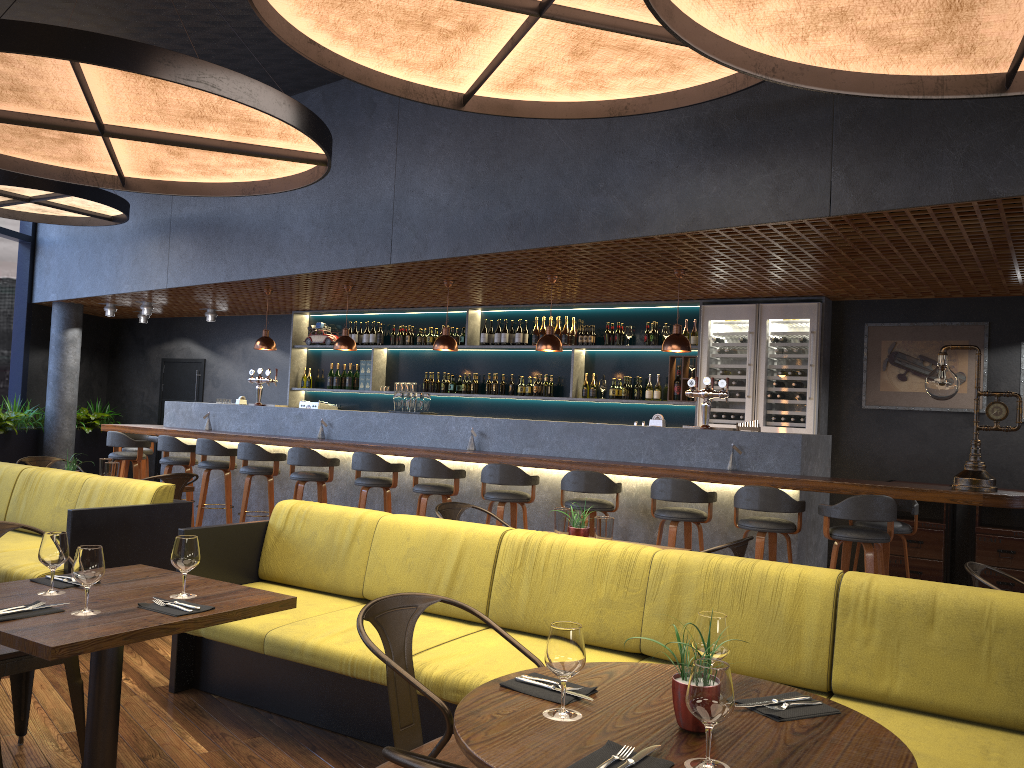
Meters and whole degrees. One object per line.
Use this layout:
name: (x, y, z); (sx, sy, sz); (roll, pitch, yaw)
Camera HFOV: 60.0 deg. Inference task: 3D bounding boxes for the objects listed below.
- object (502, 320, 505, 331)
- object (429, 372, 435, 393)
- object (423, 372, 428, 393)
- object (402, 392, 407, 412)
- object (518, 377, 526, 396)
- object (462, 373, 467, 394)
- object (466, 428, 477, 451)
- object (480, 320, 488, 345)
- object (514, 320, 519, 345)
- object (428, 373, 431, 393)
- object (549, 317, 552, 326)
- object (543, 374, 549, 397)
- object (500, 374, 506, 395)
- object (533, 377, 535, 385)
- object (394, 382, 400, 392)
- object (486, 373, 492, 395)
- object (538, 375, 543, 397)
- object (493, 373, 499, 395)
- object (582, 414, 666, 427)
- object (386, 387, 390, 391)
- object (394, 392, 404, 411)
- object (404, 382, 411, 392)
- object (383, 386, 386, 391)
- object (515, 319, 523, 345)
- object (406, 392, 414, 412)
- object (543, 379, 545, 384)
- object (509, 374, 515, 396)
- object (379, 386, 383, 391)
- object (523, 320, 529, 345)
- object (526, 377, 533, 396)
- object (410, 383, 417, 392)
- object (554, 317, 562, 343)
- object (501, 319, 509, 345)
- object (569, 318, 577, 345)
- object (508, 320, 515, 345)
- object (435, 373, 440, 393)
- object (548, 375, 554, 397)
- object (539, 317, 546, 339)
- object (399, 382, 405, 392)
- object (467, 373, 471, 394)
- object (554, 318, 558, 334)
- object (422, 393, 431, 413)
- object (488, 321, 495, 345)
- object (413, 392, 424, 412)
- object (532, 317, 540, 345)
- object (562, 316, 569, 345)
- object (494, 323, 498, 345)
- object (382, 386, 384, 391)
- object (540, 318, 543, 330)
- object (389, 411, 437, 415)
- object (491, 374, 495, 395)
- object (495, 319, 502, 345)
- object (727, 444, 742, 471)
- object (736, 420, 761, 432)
object: (-0.086, -0.596, 10.480); (0.085, 0.310, 0.086); (3, -2, -17)
object: (-0.978, -0.018, 10.888); (0.063, 0.254, 0.063); (2, -2, 19)
object: (-1.063, -0.020, 10.942); (0.063, 0.254, 0.063); (3, -2, 4)
object: (-1.053, 0.190, 8.859); (0.105, 0.209, 0.105); (4, -2, -23)
object: (0.114, 0.029, 10.231); (0.088, 0.224, 0.088); (3, -2, 2)
object: (-0.567, -0.005, 10.662); (0.063, 0.254, 0.063); (4, -3, -40)
object: (-0.357, 0.499, 8.032); (0.114, 0.203, 0.069); (2, -2, 21)
object: (-0.324, -0.607, 10.512); (0.085, 0.310, 0.086); (4, -2, -31)
object: (0.078, -0.591, 10.380); (0.085, 0.310, 0.086); (4, -2, -31)
object: (-1.021, -0.015, 11.030); (0.063, 0.254, 0.063); (2, -2, 24)
object: (0.436, -0.596, 10.030); (0.084, 0.330, 0.084); (1, -2, 39)
object: (0.383, 0.020, 10.022); (0.063, 0.254, 0.063); (1, -2, 39)
object: (-0.106, 0.011, 10.461); (0.063, 0.254, 0.063); (3, -2, 4)
object: (0.265, 0.037, 10.270); (0.088, 0.224, 0.088); (2, -2, 27)
object: (-1.451, 0.037, 11.226); (0.084, 0.119, 0.084); (3, -2, -13)
object: (-0.273, 0.002, 10.434); (0.063, 0.254, 0.063); (3, -2, 4)
object: (0.325, 0.021, 10.144); (0.063, 0.254, 0.063); (4, -2, -30)
object: (-0.187, 0.004, 10.381); (0.063, 0.254, 0.063); (4, -2, -21)
object: (0.920, 0.291, 7.500); (0.766, 0.106, 0.200); (2, -2, 32)
object: (-1.575, 0.063, 11.279); (0.042, 0.059, 0.042); (3, -2, -6)
object: (-1.120, 0.183, 8.773); (0.105, 0.209, 0.105); (4, -2, -23)
object: (-1.306, 0.041, 11.135); (0.084, 0.119, 0.084); (3, -2, -13)
object: (-1.614, 0.060, 11.260); (0.042, 0.059, 0.042); (3, -2, -6)
object: (0.088, -0.595, 10.260); (0.085, 0.310, 0.086); (4, -2, -25)
object: (-0.993, 0.189, 8.751); (0.105, 0.209, 0.105); (4, -2, -23)
object: (0.384, 0.026, 10.205); (0.063, 0.254, 0.063); (4, -2, -31)
object: (-0.002, 0.014, 10.404); (0.063, 0.254, 0.063); (3, -2, -10)
object: (-1.675, 0.060, 11.341); (0.042, 0.059, 0.042); (3, -2, -6)
object: (0.158, -0.589, 10.328); (0.085, 0.310, 0.086); (3, -2, -17)
object: (0.205, 0.031, 10.175); (0.088, 0.224, 0.088); (5, -3, -43)
object: (-1.232, 0.043, 11.089); (0.084, 0.119, 0.084); (3, -2, -13)
object: (0.521, -0.594, 9.973); (0.084, 0.330, 0.084); (1, -2, 39)
object: (-0.078, -0.600, 10.361); (0.085, 0.310, 0.086); (4, -2, -31)
object: (0.692, -0.584, 10.015); (0.084, 0.330, 0.084); (1, -2, 39)
object: (-0.004, -0.594, 10.426); (0.086, 0.310, 0.085); (1, -3, 43)
object: (-0.916, -0.012, 10.965); (0.063, 0.254, 0.063); (3, -2, -11)
object: (0.447, 0.026, 10.108); (0.063, 0.254, 0.063); (3, -2, 4)
object: (0.357, -0.598, 10.080); (0.084, 0.330, 0.084); (1, -2, 39)
object: (-1.379, 0.039, 11.181); (0.084, 0.119, 0.084); (3, -2, -13)
object: (-0.518, 0.000, 10.726); (0.063, 0.254, 0.063); (4, -2, -25)
object: (0.514, -0.591, 10.088); (0.084, 0.330, 0.084); (1, -2, 39)
object: (-0.857, 0.195, 8.740); (0.105, 0.209, 0.105); (4, -2, -23)
object: (-0.250, -0.601, 10.577); (0.085, 0.310, 0.086); (5, -3, -43)
object: (-0.912, 0.189, 8.639); (0.105, 0.209, 0.105); (4, -2, -23)
object: (0.277, -0.601, 10.129); (0.084, 0.330, 0.084); (1, -2, 39)
object: (0.604, -0.592, 9.924); (0.084, 0.330, 0.084); (1, -2, 39)
object: (-0.165, -0.598, 10.524); (0.085, 0.310, 0.086); (4, -2, -31)
object: (-1.630, 0.061, 11.312); (0.042, 0.059, 0.042); (3, -2, -6)
object: (0.353, -0.595, 10.188); (0.084, 0.330, 0.084); (1, -2, 39)
object: (-0.979, 0.285, 8.768); (0.437, 0.019, 0.273); (2, -2, 32)
object: (-0.213, 0.008, 10.527); (0.063, 0.254, 0.063); (2, -2, 19)
object: (-0.156, -0.602, 10.412); (0.085, 0.310, 0.086); (4, -2, -25)
object: (1.689, 0.556, 6.764); (0.114, 0.203, 0.069); (4, -2, -23)
object: (1.841, 0.324, 6.901); (0.177, 0.091, 0.091); (3, -2, 7)
